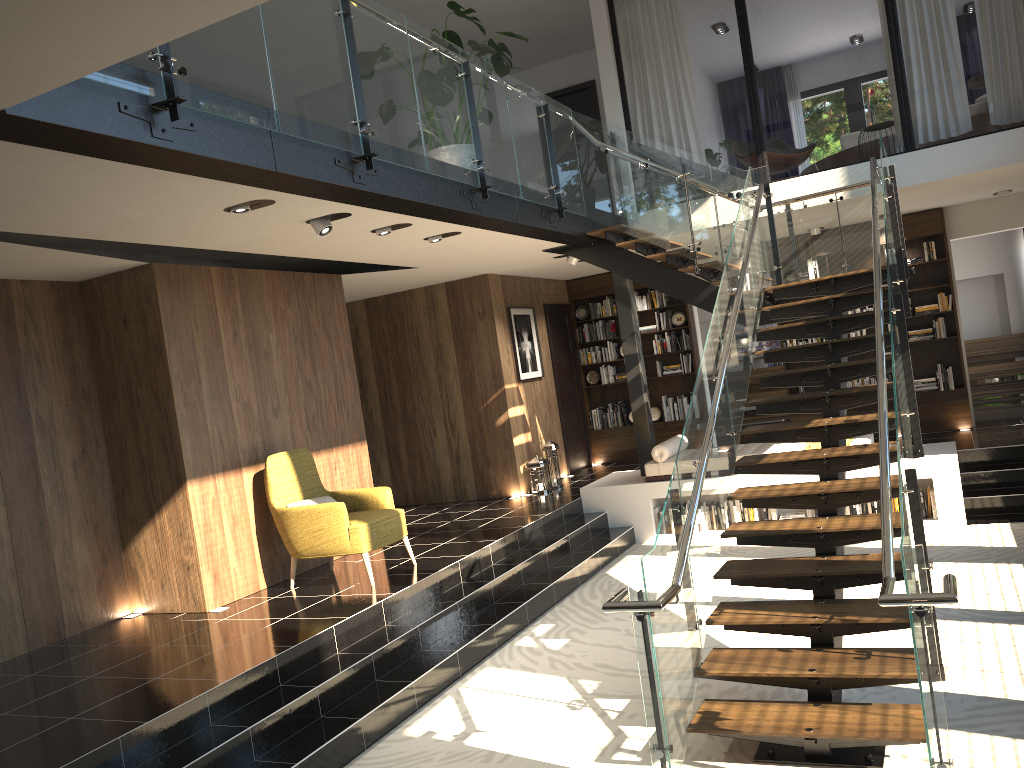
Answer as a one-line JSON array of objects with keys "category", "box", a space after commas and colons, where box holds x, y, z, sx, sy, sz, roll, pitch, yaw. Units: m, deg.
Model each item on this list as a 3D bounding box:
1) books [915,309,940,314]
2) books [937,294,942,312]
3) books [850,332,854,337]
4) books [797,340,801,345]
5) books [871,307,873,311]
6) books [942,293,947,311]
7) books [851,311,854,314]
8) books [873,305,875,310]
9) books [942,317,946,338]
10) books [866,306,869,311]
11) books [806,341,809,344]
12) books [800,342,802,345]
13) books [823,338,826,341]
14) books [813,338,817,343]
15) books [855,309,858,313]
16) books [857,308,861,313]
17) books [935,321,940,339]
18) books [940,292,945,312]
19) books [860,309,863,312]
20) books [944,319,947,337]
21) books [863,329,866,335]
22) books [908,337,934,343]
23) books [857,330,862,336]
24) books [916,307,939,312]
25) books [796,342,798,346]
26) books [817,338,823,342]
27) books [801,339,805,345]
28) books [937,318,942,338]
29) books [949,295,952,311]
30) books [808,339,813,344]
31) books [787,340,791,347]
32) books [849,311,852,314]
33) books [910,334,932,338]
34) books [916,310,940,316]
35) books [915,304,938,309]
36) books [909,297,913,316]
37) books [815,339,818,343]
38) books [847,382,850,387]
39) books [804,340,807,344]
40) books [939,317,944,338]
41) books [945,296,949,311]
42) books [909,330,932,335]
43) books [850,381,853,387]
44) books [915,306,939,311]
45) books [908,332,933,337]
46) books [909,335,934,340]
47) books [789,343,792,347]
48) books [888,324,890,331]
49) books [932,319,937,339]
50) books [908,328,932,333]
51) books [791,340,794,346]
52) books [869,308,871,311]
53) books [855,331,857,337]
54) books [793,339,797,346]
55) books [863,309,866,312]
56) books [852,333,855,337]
[{"category": "books", "box": [5.110, -0.893, 10.911, 0.272, 0.021, 0.156, -8, 1, 24]}, {"category": "books", "box": [5.227, -0.988, 10.834, 0.026, 0.219, 0.156, -8, 1, 26]}, {"category": "books", "box": [4.329, -0.572, 11.263, 0.031, 0.284, 0.176, -8, 1, 26]}, {"category": "books", "box": [3.765, -0.462, 11.574, 0.028, 0.227, 0.136, -8, 1, 26]}, {"category": "books", "box": [4.539, -0.874, 11.144, 0.024, 0.187, 0.148, -8, 1, 26]}, {"category": "books", "box": [5.276, -0.998, 10.818, 0.023, 0.225, 0.146, -8, 1, 26]}, {"category": "books", "box": [4.336, -0.852, 11.254, 0.026, 0.201, 0.146, -8, 1, 26]}, {"category": "books", "box": [4.573, -0.890, 11.157, 0.030, 0.208, 0.119, -8, 1, 26]}, {"category": "books", "box": [5.264, -0.689, 10.812, 0.022, 0.247, 0.132, -8, 1, 26]}, {"category": "books", "box": [4.483, -0.905, 11.164, 0.032, 0.265, 0.149, -8, 1, 26]}, {"category": "books", "box": [3.862, -0.459, 11.531, 0.033, 0.193, 0.172, -8, 1, 26]}, {"category": "books", "box": [3.787, -0.450, 11.555, 0.024, 0.197, 0.172, -8, 1, 26]}, {"category": "books", "box": [4.043, -0.493, 11.425, 0.028, 0.210, 0.169, -8, 1, 26]}, {"category": "books", "box": [3.926, -0.499, 11.472, 0.029, 0.256, 0.167, -8, 1, 26]}, {"category": "books", "box": [4.369, -0.879, 11.218, 0.030, 0.244, 0.142, -8, 1, 26]}, {"category": "books", "box": [4.392, -0.875, 11.194, 0.028, 0.231, 0.166, -8, 1, 26]}, {"category": "books", "box": [5.198, -0.662, 10.835, 0.025, 0.212, 0.167, -8, 1, 26]}, {"category": "books", "box": [5.245, -1.001, 10.814, 0.028, 0.240, 0.187, -8, 1, 26]}, {"category": "books", "box": [4.427, -0.853, 11.203, 0.021, 0.176, 0.161, -8, 1, 26]}, {"category": "books", "box": [5.288, -0.682, 10.819, 0.012, 0.224, 0.097, -8, 1, 26]}, {"category": "books", "box": [4.455, -0.579, 11.205, 0.067, 0.261, 0.159, -8, 1, 26]}, {"category": "books", "box": [5.038, -0.545, 10.917, 0.288, 0.026, 0.175, -8, 1, 30]}, {"category": "books", "box": [4.396, -0.562, 11.200, 0.036, 0.244, 0.193, -8, 1, 26]}, {"category": "books", "box": [5.104, -0.913, 10.907, 0.259, 0.020, 0.167, -8, 1, 24]}, {"category": "books", "box": [3.744, -0.449, 11.585, 0.022, 0.207, 0.130, -8, 1, 26]}, {"category": "books", "box": [3.997, -0.499, 11.444, 0.070, 0.236, 0.206, -8, 1, 26]}, {"category": "books", "box": [3.807, -0.490, 11.547, 0.029, 0.272, 0.152, -8, 1, 26]}, {"category": "books", "box": [5.220, -0.683, 10.832, 0.023, 0.246, 0.147, -8, 1, 26]}, {"category": "books", "box": [5.321, -0.989, 10.768, 0.051, 0.194, 0.192, -8, 1, 26]}, {"category": "books", "box": [3.883, -0.476, 11.506, 0.030, 0.222, 0.189, -8, 1, 26]}, {"category": "books", "box": [3.640, -0.471, 11.619, 0.028, 0.282, 0.168, -8, 1, 26]}, {"category": "books", "box": [4.299, -0.876, 11.246, 0.028, 0.258, 0.208, -8, 1, 26]}, {"category": "books", "box": [5.040, -0.592, 10.935, 0.247, 0.022, 0.148, -8, 1, 27]}, {"category": "books", "box": [5.112, -0.872, 10.911, 0.266, 0.021, 0.156, -8, 1, 23]}, {"category": "books", "box": [5.104, -0.954, 10.917, 0.246, 0.021, 0.148, -8, 1, 26]}, {"category": "books", "box": [4.943, -0.959, 10.993, 0.025, 0.243, 0.119, -8, 1, 26]}, {"category": "books", "box": [3.967, -0.480, 11.482, 0.030, 0.205, 0.170, -8, 1, 26]}, {"category": "books", "box": [4.304, 0.056, 11.307, 0.035, 0.312, 0.160, -8, 1, 26]}, {"category": "books", "box": [3.839, -0.467, 11.548, 0.021, 0.216, 0.170, -8, 1, 26]}, {"category": "books", "box": [5.233, -0.687, 10.801, 0.026, 0.251, 0.178, -8, 1, 26]}, {"category": "books", "box": [5.287, -0.981, 10.783, 0.023, 0.189, 0.197, -8, 1, 26]}, {"category": "books", "box": [5.028, -0.634, 10.922, 0.260, 0.021, 0.167, -8, 1, 23]}, {"category": "books", "box": [4.341, 0.076, 11.303, 0.030, 0.262, 0.172, -8, 1, 26]}, {"category": "books", "box": [5.101, -0.933, 10.904, 0.260, 0.020, 0.167, -8, 1, 23]}, {"category": "books", "box": [5.032, -0.613, 10.925, 0.268, 0.022, 0.156, -8, 1, 22]}, {"category": "books", "box": [5.039, -0.570, 10.927, 0.274, 0.022, 0.156, -8, 1, 23]}, {"category": "books", "box": [3.670, -0.434, 11.606, 0.028, 0.199, 0.175, -8, 1, 26]}, {"category": "books", "box": [4.730, -0.620, 11.072, 0.026, 0.263, 0.156, -8, 1, 26]}, {"category": "books", "box": [5.166, -0.674, 10.837, 0.031, 0.244, 0.176, -8, 1, 26]}, {"category": "books", "box": [5.028, -0.655, 10.928, 0.272, 0.022, 0.156, -8, 1, 24]}, {"category": "books", "box": [3.698, -0.461, 11.612, 0.023, 0.245, 0.159, -8, 1, 26]}, {"category": "books", "box": [4.513, -0.866, 11.146, 0.027, 0.179, 0.163, -8, 1, 26]}, {"category": "books", "box": [4.378, -0.560, 11.237, 0.030, 0.245, 0.166, -8, 1, 26]}, {"category": "books", "box": [3.712, -0.470, 11.584, 0.029, 0.258, 0.181, -8, 1, 26]}, {"category": "books", "box": [4.458, -0.855, 11.191, 0.047, 0.171, 0.167, -8, 1, 26]}, {"category": "books", "box": [4.342, -0.541, 11.220, 0.024, 0.218, 0.195, -8, 1, 26]}]
